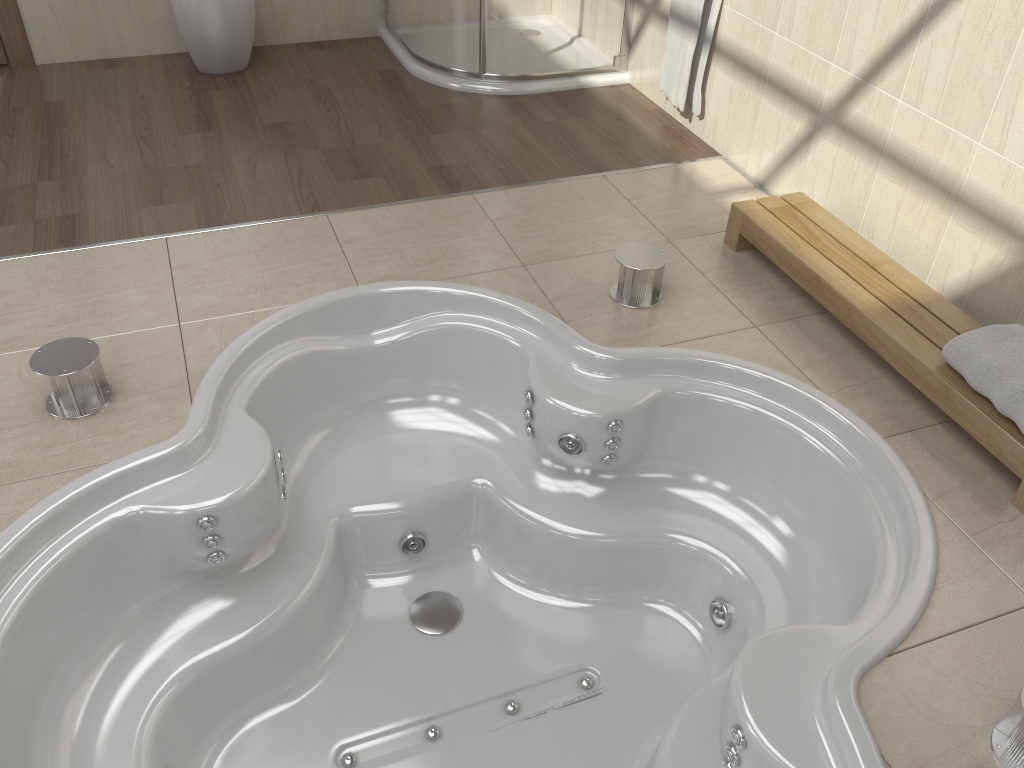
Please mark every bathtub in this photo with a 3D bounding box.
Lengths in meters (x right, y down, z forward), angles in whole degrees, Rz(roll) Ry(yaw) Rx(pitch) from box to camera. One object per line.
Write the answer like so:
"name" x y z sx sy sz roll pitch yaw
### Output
"bathtub" -0.086 0.581 2.019 1.754 0.674 1.751 17 41 17

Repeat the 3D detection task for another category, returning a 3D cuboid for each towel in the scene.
"towel" 1.173 -0.011 2.017 0.233 0.099 0.331 -9 40 -14
"towel" 0.666 -1.343 3.293 0.083 0.635 0.280 -12 41 -17

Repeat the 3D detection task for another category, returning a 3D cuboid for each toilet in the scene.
"toilet" -1.260 -1.533 3.775 0.337 0.388 0.519 -12 41 -17

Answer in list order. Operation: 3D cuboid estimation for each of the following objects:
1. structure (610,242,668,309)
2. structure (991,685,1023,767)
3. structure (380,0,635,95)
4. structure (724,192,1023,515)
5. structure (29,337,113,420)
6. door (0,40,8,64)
"structure" 0.361 -0.311 2.543 0.150 0.131 0.150 -19 44 -25
"structure" 0.894 0.581 1.462 0.150 0.131 0.150 -6 39 -10
"structure" -0.029 -2.256 3.516 0.900 1.917 0.900 -12 41 -17
"structure" 1.029 -0.155 2.379 0.260 0.140 1.280 -12 41 -17
"structure" -1.040 -0.014 2.098 0.150 0.131 0.150 25 44 25
"door" -2.546 -2.090 3.070 0.861 2.026 0.102 -14 42 -19
